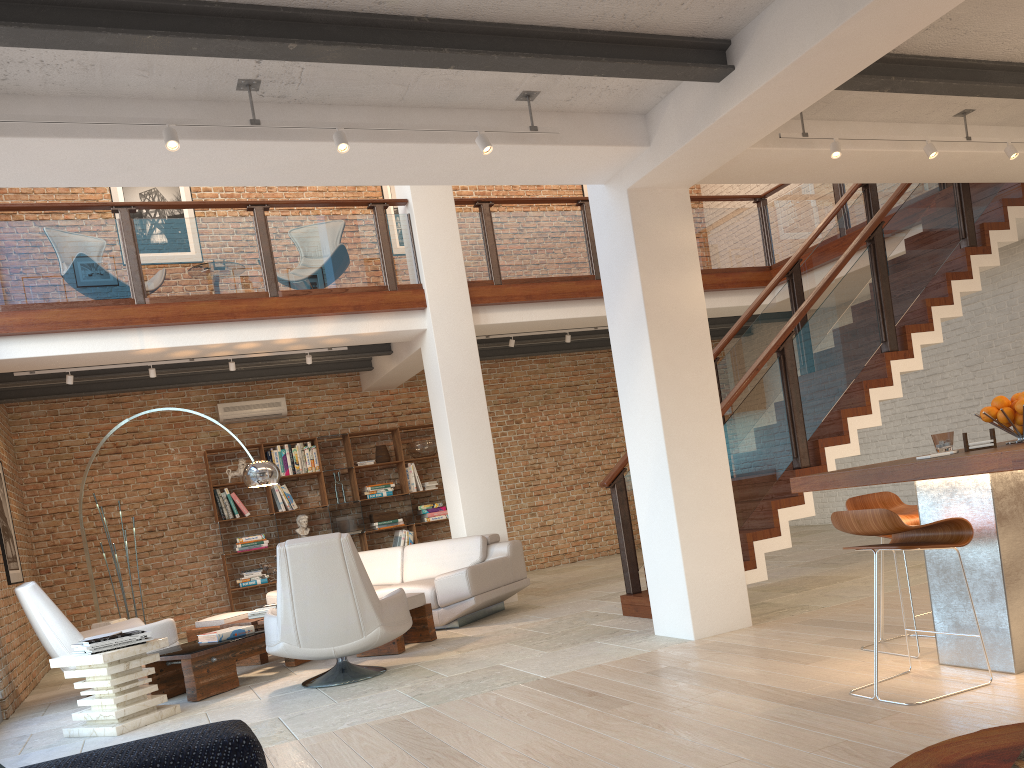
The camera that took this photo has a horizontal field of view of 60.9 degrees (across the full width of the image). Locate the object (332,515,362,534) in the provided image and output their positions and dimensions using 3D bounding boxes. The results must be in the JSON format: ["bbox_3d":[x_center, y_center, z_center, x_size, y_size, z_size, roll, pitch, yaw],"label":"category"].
[{"bbox_3d":[-2.116,1.800,11.050,0.332,0.232,0.288,-7,-4,-24],"label":"object"}]

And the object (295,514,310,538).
[{"bbox_3d":[-2.611,1.797,10.868,0.195,0.349,0.194,-9,0,-8],"label":"object"}]

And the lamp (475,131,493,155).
[{"bbox_3d":[-0.140,-1.197,4.325,0.087,0.129,0.058,-9,1,36],"label":"lamp"}]

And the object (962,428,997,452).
[{"bbox_3d":[2.024,0.243,3.776,0.116,0.082,0.093,-11,-3,21],"label":"object"}]

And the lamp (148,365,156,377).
[{"bbox_3d":[-3.465,-0.121,8.397,0.060,0.120,0.087,-9,-1,-22],"label":"lamp"}]

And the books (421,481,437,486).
[{"bbox_3d":[-1.095,1.314,11.518,0.131,0.033,0.210,-4,-9,-33],"label":"books"}]

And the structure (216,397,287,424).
[{"bbox_3d":[-3.210,0.329,10.774,0.805,0.218,0.203,-6,-3,-23],"label":"structure"}]

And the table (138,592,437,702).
[{"bbox_3d":[-1.974,2.059,6.916,2.236,0.427,1.958,-13,-8,27],"label":"table"}]

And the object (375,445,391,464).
[{"bbox_3d":[-1.671,0.908,11.225,0.195,0.232,0.192,-10,-2,24],"label":"object"}]

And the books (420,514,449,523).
[{"bbox_3d":[-1.030,1.785,11.551,0.323,0.055,0.259,-6,-8,-21],"label":"books"}]

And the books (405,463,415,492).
[{"bbox_3d":[-1.348,1.237,11.415,0.036,0.383,0.247,-10,0,-24],"label":"books"}]

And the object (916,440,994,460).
[{"bbox_3d":[1.894,0.286,3.766,0.392,0.034,0.201,-6,-8,-19],"label":"object"}]

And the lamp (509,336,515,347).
[{"bbox_3d":[-0.003,-0.471,9.872,0.087,0.129,0.058,-9,1,36],"label":"lamp"}]

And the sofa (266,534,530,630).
[{"bbox_3d":[-1.113,1.955,8.391,2.361,0.754,1.136,-12,-5,27],"label":"sofa"}]

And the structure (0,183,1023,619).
[{"bbox_3d":[1.561,-0.592,5.384,10.057,4.119,14.090,-6,-7,-24],"label":"structure"}]

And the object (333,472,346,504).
[{"bbox_3d":[-2.184,1.311,11.008,0.120,0.398,0.062,-10,3,-20],"label":"object"}]

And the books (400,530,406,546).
[{"bbox_3d":[-1.461,2.090,11.353,0.159,0.372,0.247,-10,0,-24],"label":"books"}]

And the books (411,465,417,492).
[{"bbox_3d":[-1.324,1.249,11.436,0.020,0.358,0.275,-10,0,-24],"label":"books"}]

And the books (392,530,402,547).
[{"bbox_3d":[-1.508,2.099,11.359,0.161,0.371,0.247,-10,0,-24],"label":"books"}]

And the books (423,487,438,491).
[{"bbox_3d":[-1.081,1.394,11.539,0.170,0.019,0.240,-7,-8,-16],"label":"books"}]

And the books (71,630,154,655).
[{"bbox_3d":[-2.583,1.647,5.583,0.385,0.079,0.579,-3,-9,-39],"label":"books"}]

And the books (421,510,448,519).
[{"bbox_3d":[-1.016,1.727,11.558,0.323,0.055,0.259,-5,-8,-28],"label":"books"}]

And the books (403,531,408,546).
[{"bbox_3d":[-1.415,2.095,11.383,0.097,0.354,0.275,-10,-1,-24],"label":"books"}]

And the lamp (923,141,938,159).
[{"bbox_3d":[2.647,-1.482,5.512,0.060,0.129,0.087,-9,0,-22],"label":"lamp"}]

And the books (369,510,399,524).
[{"bbox_3d":[-1.656,1.719,11.276,0.332,0.118,0.216,-6,-6,-23],"label":"books"}]

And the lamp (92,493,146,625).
[{"bbox_3d":[-4.217,2.065,9.461,0.202,1.818,0.410,-7,3,36],"label":"lamp"}]

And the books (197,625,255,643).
[{"bbox_3d":[-2.146,1.877,6.546,0.259,0.056,0.323,-14,-9,36],"label":"books"}]

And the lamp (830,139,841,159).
[{"bbox_3d":[1.935,-1.408,5.216,0.060,0.129,0.086,-9,0,26],"label":"lamp"}]

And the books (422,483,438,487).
[{"bbox_3d":[-1.085,1.340,11.527,0.169,0.019,0.240,-6,-8,-21],"label":"books"}]

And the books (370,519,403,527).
[{"bbox_3d":[-1.631,1.793,11.276,0.376,0.036,0.248,-6,-8,-25],"label":"books"}]

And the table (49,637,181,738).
[{"bbox_3d":[-2.514,1.925,5.545,0.501,0.503,0.490,-10,-3,26],"label":"table"}]

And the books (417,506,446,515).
[{"bbox_3d":[-1.070,1.678,11.548,0.323,0.055,0.259,-6,-8,-23],"label":"books"}]

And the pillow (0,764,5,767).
[{"bbox_3d":[-1.014,0.804,1.403,0.382,0.326,0.560,-11,-5,26],"label":"pillow"}]

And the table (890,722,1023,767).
[{"bbox_3d":[1.255,0.713,0.816,1.068,0.444,1.858,-7,-7,-18],"label":"table"}]

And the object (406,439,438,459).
[{"bbox_3d":[-1.167,0.869,11.487,0.442,0.218,0.434,-11,-6,18],"label":"object"}]

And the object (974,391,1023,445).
[{"bbox_3d":[2.265,0.147,3.874,0.369,0.221,0.363,-12,-6,32],"label":"object"}]

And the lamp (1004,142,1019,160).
[{"bbox_3d":[3.322,-1.551,5.800,0.060,0.129,0.087,-9,0,-22],"label":"lamp"}]

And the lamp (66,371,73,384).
[{"bbox_3d":[-4.119,-0.050,8.115,0.087,0.129,0.058,-9,1,36],"label":"lamp"}]

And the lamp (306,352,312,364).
[{"bbox_3d":[-2.096,-0.262,8.992,0.060,0.115,0.095,-9,-1,-17],"label":"lamp"}]

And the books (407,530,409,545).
[{"bbox_3d":[-1.399,2.097,11.400,0.097,0.354,0.275,-10,-1,-24],"label":"books"}]

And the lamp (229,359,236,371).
[{"bbox_3d":[-2.789,-0.186,8.686,0.060,0.129,0.087,-9,0,-22],"label":"lamp"}]

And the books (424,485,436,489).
[{"bbox_3d":[-1.087,1.366,11.521,0.131,0.033,0.209,-7,-8,-14],"label":"books"}]

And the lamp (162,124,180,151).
[{"bbox_3d":[-1.470,-1.066,3.755,0.060,0.120,0.087,-9,-1,-22],"label":"lamp"}]

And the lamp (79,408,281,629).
[{"bbox_3d":[-2.941,1.374,7.828,2.046,2.348,0.315,-9,3,13],"label":"lamp"}]

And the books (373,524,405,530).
[{"bbox_3d":[-1.603,1.859,11.309,0.352,0.020,0.277,-6,-8,-25],"label":"books"}]

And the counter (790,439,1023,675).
[{"bbox_3d":[2.620,0.587,3.274,1.670,0.915,2.539,-7,-7,-24],"label":"counter"}]

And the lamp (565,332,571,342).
[{"bbox_3d":[0.651,-0.538,10.154,0.060,0.129,0.087,-9,0,-22],"label":"lamp"}]

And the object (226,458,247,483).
[{"bbox_3d":[-3.324,1.046,10.529,0.250,0.282,0.131,-9,1,-15],"label":"object"}]

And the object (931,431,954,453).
[{"bbox_3d":[1.879,0.255,3.796,0.091,0.084,0.092,-9,-3,-9],"label":"object"}]

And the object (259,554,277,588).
[{"bbox_3d":[-1.765,1.583,7.181,0.321,0.605,0.535,-9,-1,37],"label":"object"}]

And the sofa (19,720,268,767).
[{"bbox_3d":[0.172,0.695,0.220,2.059,0.657,4.017,-6,-8,-24],"label":"sofa"}]

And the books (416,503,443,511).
[{"bbox_3d":[-1.094,1.624,11.539,0.324,0.055,0.258,-7,-7,-13],"label":"books"}]

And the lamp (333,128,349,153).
[{"bbox_3d":[-0.794,-1.130,4.043,0.060,0.129,0.087,-9,0,-22],"label":"lamp"}]

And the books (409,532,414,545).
[{"bbox_3d":[-1.353,2.098,11.404,0.115,0.333,0.258,-10,-1,-24],"label":"books"}]

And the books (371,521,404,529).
[{"bbox_3d":[-1.625,1.834,11.316,0.376,0.036,0.248,-5,-8,-28],"label":"books"}]
